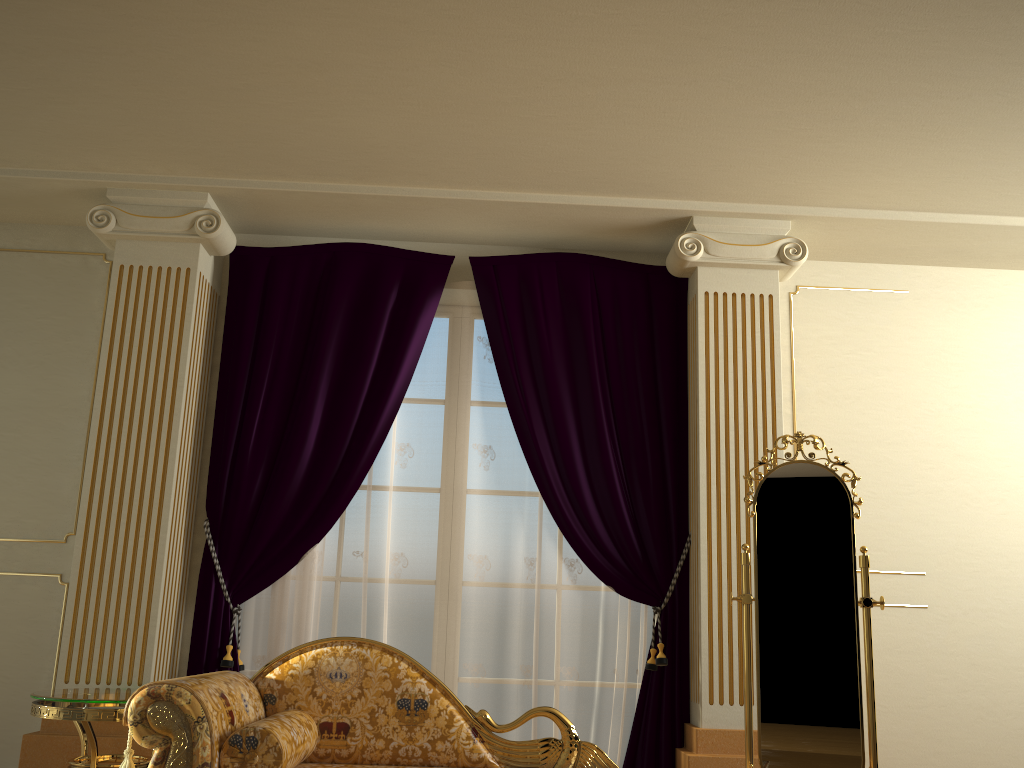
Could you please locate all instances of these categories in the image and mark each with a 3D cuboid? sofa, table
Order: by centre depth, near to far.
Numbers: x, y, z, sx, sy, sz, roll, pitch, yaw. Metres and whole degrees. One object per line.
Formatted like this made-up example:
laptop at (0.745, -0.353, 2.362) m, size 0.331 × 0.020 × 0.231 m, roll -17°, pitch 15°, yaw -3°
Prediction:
sofa at (-0.207, 1.260, 2.806) m, size 1.893 × 0.858 × 0.704 m, roll 2°, pitch -13°, yaw -2°
table at (-1.433, 1.430, 3.140) m, size 0.575 × 0.633 × 0.576 m, roll -11°, pitch -18°, yaw 42°

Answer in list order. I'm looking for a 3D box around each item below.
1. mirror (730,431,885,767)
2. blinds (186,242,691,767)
mirror at (1.076, 0.998, 3.221) m, size 0.541 × 1.674 × 0.246 m, roll 0°, pitch -12°, yaw 8°
blinds at (-0.280, 0.667, 3.930) m, size 2.235 × 2.614 × 0.344 m, roll 2°, pitch -12°, yaw -1°
